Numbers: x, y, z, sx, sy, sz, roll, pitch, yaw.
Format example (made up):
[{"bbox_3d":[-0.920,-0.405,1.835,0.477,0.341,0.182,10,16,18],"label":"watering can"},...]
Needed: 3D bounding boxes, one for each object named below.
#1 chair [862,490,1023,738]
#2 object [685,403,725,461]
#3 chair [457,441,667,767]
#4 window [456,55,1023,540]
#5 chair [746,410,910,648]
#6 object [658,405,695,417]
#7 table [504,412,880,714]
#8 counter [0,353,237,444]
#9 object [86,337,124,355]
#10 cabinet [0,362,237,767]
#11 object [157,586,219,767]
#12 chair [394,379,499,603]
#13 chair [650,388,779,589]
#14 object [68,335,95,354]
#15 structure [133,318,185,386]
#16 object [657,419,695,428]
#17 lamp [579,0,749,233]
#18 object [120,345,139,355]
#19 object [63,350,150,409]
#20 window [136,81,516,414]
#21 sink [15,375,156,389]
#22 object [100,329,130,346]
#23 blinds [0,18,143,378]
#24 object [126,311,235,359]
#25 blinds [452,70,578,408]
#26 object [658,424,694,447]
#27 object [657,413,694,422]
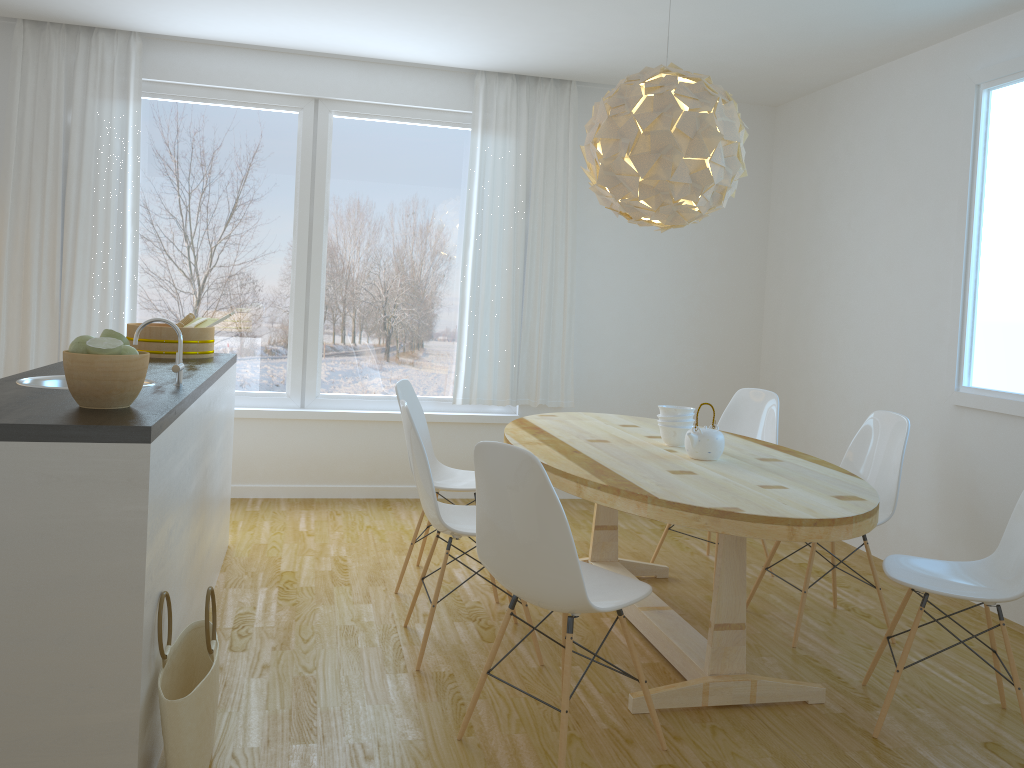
[{"bbox_3d":[1.441,0.642,2.823,0.524,0.899,0.430,4,3,17],"label":"chair"},{"bbox_3d":[0.711,0.174,3.318,0.177,0.211,0.147,2,3,-14],"label":"object"},{"bbox_3d":[0.144,0.600,2.535,0.523,0.899,0.431,1,3,-43],"label":"chair"},{"bbox_3d":[1.168,-0.396,3.073,2.547,2.049,1.887,2,3,-13],"label":"window"},{"bbox_3d":[1.318,0.557,3.665,0.523,0.899,0.431,2,2,-13],"label":"chair"},{"bbox_3d":[0.669,0.134,3.609,0.152,0.087,0.152,4,5,15],"label":"object"},{"bbox_3d":[0.577,0.619,3.510,1.193,0.723,2.199,2,5,-14],"label":"table"},{"bbox_3d":[-1.381,-0.016,3.119,0.600,0.040,2.410,2,5,-13],"label":"counter"},{"bbox_3d":[-1.028,-0.083,2.234,0.086,0.065,0.084,3,4,-1],"label":"object"},{"bbox_3d":[-1.406,0.457,3.133,0.600,0.907,2.410,2,5,-13],"label":"cabinet"},{"bbox_3d":[-0.442,0.772,2.562,1.189,0.500,0.473,0,5,-35],"label":"object"},{"bbox_3d":[-0.266,0.445,3.971,0.523,0.899,0.431,3,2,7],"label":"chair"},{"bbox_3d":[1.032,0.476,4.371,0.523,0.899,0.431,1,3,-38],"label":"chair"},{"bbox_3d":[-1.097,-0.078,2.293,0.086,0.098,0.102,3,4,8],"label":"object"},{"bbox_3d":[-1.129,-0.102,2.821,0.162,0.215,0.097,2,2,-13],"label":"structure"},{"bbox_3d":[0.667,0.186,3.609,0.151,0.093,0.152,5,5,26],"label":"object"},{"bbox_3d":[0.612,-1.153,3.455,0.646,1.132,0.641,2,3,-14],"label":"lamp"},{"bbox_3d":[-1.019,-0.060,2.312,0.098,0.085,0.081,6,5,42],"label":"object"},{"bbox_3d":[-1.052,-0.013,2.294,0.206,0.141,0.205,6,5,38],"label":"object"},{"bbox_3d":[-1.261,-0.806,5.512,2.725,1.914,0.088,2,2,-13],"label":"window"},{"bbox_3d":[-1.347,0.069,2.806,0.405,0.156,0.405,6,6,29],"label":"sink"},{"bbox_3d":[-1.060,-0.111,2.358,0.077,0.071,0.074,4,4,12],"label":"object"},{"bbox_3d":[-2.522,-1.010,5.015,0.794,2.155,0.150,3,2,-13],"label":"blinds"},{"bbox_3d":[-1.552,-0.239,4.075,0.379,0.213,0.431,4,5,15],"label":"object"},{"bbox_3d":[0.073,-0.928,5.611,0.794,2.155,0.150,3,2,-13],"label":"blinds"},{"bbox_3d":[0.669,0.210,3.608,0.152,0.082,0.152,5,5,26],"label":"object"},{"bbox_3d":[0.665,0.162,3.608,0.151,0.095,0.152,3,4,4],"label":"object"}]
